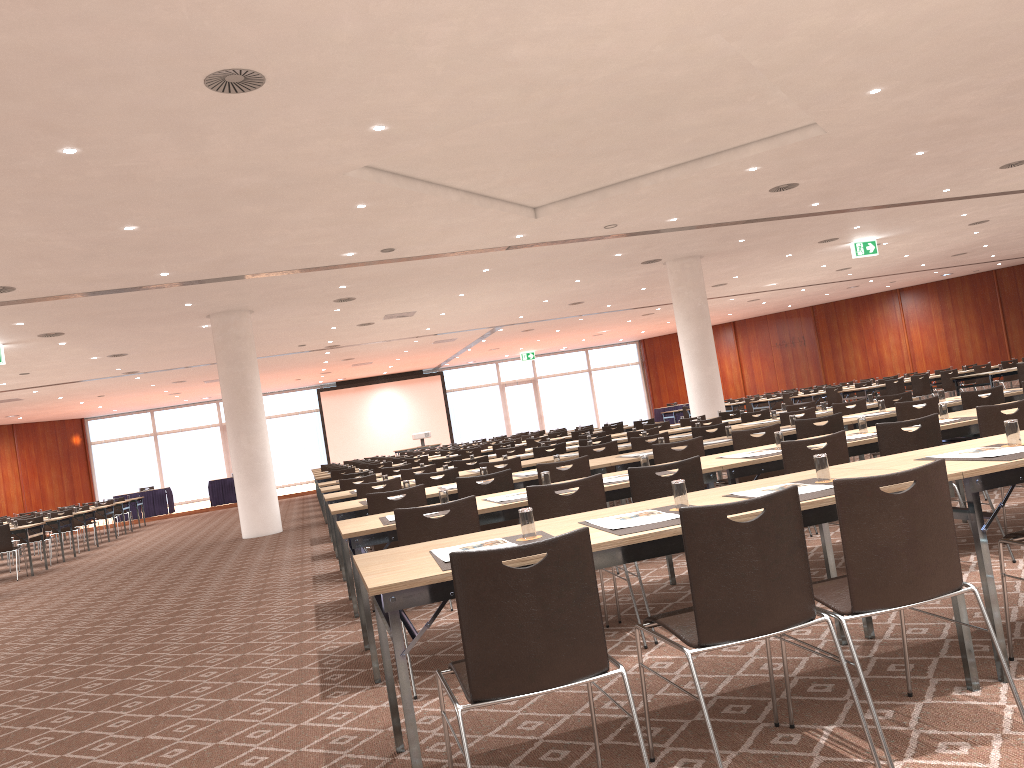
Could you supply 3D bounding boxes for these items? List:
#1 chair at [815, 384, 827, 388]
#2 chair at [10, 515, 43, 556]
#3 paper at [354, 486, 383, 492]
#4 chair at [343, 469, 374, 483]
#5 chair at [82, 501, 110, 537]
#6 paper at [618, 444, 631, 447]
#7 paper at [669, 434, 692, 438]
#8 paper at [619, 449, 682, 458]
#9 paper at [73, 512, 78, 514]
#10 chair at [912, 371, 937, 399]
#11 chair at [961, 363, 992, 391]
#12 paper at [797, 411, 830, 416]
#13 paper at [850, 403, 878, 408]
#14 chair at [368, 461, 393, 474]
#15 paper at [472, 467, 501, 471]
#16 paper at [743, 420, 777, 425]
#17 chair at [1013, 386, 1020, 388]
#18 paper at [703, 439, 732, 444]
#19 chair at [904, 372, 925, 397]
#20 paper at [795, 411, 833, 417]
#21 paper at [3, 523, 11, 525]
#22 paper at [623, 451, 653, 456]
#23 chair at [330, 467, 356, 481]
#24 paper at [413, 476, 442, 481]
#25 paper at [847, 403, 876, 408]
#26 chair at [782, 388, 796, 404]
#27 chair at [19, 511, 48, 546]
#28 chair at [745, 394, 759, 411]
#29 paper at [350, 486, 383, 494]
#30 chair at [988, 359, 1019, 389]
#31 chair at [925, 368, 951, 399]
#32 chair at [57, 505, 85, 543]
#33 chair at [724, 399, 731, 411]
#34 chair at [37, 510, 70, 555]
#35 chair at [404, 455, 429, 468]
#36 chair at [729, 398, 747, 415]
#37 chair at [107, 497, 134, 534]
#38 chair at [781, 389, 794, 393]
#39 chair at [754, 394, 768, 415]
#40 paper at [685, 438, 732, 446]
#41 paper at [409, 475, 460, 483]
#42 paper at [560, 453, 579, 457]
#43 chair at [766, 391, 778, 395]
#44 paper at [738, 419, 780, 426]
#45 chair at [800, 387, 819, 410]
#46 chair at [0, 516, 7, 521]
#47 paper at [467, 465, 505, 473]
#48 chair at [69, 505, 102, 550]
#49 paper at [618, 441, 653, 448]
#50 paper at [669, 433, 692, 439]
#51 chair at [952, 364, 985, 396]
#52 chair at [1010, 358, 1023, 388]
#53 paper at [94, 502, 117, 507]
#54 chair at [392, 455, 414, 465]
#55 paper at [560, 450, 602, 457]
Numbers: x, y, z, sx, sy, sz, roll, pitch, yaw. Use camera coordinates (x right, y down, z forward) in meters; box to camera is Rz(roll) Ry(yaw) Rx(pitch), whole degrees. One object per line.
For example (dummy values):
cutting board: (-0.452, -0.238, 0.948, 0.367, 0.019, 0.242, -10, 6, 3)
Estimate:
chair: (9.487, 0.505, 27.279, 0.535, 0.939, 0.614, -9, -2, -12)
chair: (-11.121, 3.461, 20.179, 0.535, 0.939, 0.614, -9, -2, -13)
paper: (-1.483, 1.086, 9.171, 0.283, 0.006, 0.398, -8, -3, -13)
chair: (-2.122, 1.707, 12.564, 0.535, 0.939, 0.614, -8, -2, -14)
chair: (-11.370, 3.673, 24.166, 0.535, 0.939, 0.614, -9, -2, -11)
paper: (1.319, 0.672, 9.845, 0.283, 0.006, 0.398, -8, -3, -16)
paper: (1.913, 0.584, 9.996, 0.283, 0.006, 0.398, -8, -3, -14)
paper: (1.204, 0.601, 7.702, 0.460, 0.003, 0.566, -8, -2, -12)
paper: (-9.551, 2.789, 18.935, 0.460, 0.003, 0.566, -8, -3, -14)
chair: (9.680, 0.204, 21.019, 0.535, 0.939, 0.614, -8, -2, -15)
chair: (10.147, 0.052, 19.224, 0.535, 0.939, 0.614, -9, -2, -14)
paper: (3.481, 0.352, 10.371, 0.283, 0.006, 0.398, -8, -3, -16)
paper: (4.163, 0.252, 10.466, 0.460, 0.003, 0.566, -8, -3, -15)
chair: (-2.350, 1.898, 16.146, 0.535, 0.939, 0.614, -9, -2, -13)
paper: (-0.258, 0.904, 9.447, 0.283, 0.006, 0.398, -8, -3, -13)
paper: (2.861, 0.444, 10.222, 0.283, 0.006, 0.398, -8, -3, -15)
chair: (8.807, 0.089, 15.164, 0.535, 0.939, 0.614, -8, -2, -14)
paper: (1.749, 0.519, 7.902, 0.283, 0.006, 0.398, -8, -3, -14)
chair: (10.491, 0.179, 23.416, 0.535, 0.939, 0.614, -8, -2, -15)
paper: (3.545, 0.344, 10.327, 0.460, 0.003, 0.566, -8, -3, -14)
paper: (-10.766, 2.969, 18.631, 0.460, 0.003, 0.566, -8, -3, -16)
paper: (1.143, 0.610, 7.770, 0.283, 0.006, 0.398, -8, -3, -14)
chair: (-2.981, 1.989, 15.948, 0.535, 0.939, 0.614, -9, -2, -12)
paper: (-0.875, 0.996, 9.314, 0.283, 0.006, 0.398, -8, -3, -15)
paper: (4.118, 0.259, 10.551, 0.283, 0.006, 0.398, -8, -3, -12)
chair: (9.091, 0.646, 29.092, 0.535, 0.939, 0.614, -8, -2, -14)
chair: (-12.905, 3.902, 23.851, 0.535, 0.939, 0.614, -8, -2, -15)
chair: (7.816, 0.834, 28.780, 0.535, 0.939, 0.614, -8, -2, -16)
paper: (-1.429, 1.079, 9.110, 0.460, 0.003, 0.566, -8, -3, -14)
chair: (10.729, -0.040, 19.222, 0.535, 0.939, 0.614, -8, -2, -15)
chair: (10.315, 0.116, 21.319, 0.535, 0.939, 0.614, -9, -2, -12)
chair: (-11.936, 3.753, 23.944, 0.535, 0.939, 0.614, -8, -2, -15)
chair: (6.903, 0.976, 28.700, 0.535, 0.939, 0.614, -9, -2, -12)
chair: (-10.508, 3.368, 20.268, 0.535, 0.939, 0.614, -9, -2, -12)
chair: (-1.705, 1.799, 16.225, 0.535, 0.939, 0.614, -9, -2, -13)
chair: (6.726, 0.913, 26.603, 0.535, 0.939, 0.614, -9, -2, -12)
chair: (-10.728, 3.574, 24.239, 0.535, 0.939, 0.614, -9, -2, -13)
chair: (8.367, 0.668, 26.944, 0.535, 0.939, 0.614, -8, -2, -15)
chair: (7.455, 0.799, 26.637, 0.535, 0.939, 0.614, -8, -2, -15)
paper: (1.808, 0.513, 7.871, 0.460, 0.003, 0.566, -8, -2, -12)
paper: (-0.815, 0.988, 9.269, 0.460, 0.003, 0.566, -8, -3, -13)
paper: (0.669, 0.769, 9.710, 0.283, 0.006, 0.398, -8, -3, -12)
chair: (8.489, 0.739, 29.028, 0.535, 0.939, 0.614, -8, -2, -16)
paper: (2.941, 0.433, 10.190, 0.460, 0.003, 0.566, -8, -3, -14)
chair: (8.936, 0.580, 26.999, 0.535, 0.939, 0.614, -9, -2, -14)
chair: (-13.581, 3.999, 23.624, 0.535, 0.939, 0.614, -8, -2, -15)
paper: (-0.209, 0.899, 9.412, 0.460, 0.003, 0.566, -8, -3, -14)
chair: (-9.829, 3.264, 20.351, 0.535, 0.939, 0.614, -9, -2, -12)
paper: (1.381, 0.663, 9.776, 0.460, 0.003, 0.566, -8, -3, -13)
paper: (1.981, 0.575, 9.947, 0.460, 0.003, 0.566, -8, -3, -15)
chair: (10.968, 0.014, 21.334, 0.535, 0.939, 0.614, -9, -2, -14)
chair: (11.332, -0.125, 19.453, 0.535, 0.939, 0.614, -9, -2, -11)
paper: (-10.445, 3.099, 22.812, 0.460, 0.003, 0.566, -8, -3, -16)
chair: (-2.187, 1.963, 18.240, 0.535, 0.939, 0.614, -9, -2, -12)
paper: (0.759, 0.756, 9.649, 0.460, 0.003, 0.566, -8, -3, -13)
